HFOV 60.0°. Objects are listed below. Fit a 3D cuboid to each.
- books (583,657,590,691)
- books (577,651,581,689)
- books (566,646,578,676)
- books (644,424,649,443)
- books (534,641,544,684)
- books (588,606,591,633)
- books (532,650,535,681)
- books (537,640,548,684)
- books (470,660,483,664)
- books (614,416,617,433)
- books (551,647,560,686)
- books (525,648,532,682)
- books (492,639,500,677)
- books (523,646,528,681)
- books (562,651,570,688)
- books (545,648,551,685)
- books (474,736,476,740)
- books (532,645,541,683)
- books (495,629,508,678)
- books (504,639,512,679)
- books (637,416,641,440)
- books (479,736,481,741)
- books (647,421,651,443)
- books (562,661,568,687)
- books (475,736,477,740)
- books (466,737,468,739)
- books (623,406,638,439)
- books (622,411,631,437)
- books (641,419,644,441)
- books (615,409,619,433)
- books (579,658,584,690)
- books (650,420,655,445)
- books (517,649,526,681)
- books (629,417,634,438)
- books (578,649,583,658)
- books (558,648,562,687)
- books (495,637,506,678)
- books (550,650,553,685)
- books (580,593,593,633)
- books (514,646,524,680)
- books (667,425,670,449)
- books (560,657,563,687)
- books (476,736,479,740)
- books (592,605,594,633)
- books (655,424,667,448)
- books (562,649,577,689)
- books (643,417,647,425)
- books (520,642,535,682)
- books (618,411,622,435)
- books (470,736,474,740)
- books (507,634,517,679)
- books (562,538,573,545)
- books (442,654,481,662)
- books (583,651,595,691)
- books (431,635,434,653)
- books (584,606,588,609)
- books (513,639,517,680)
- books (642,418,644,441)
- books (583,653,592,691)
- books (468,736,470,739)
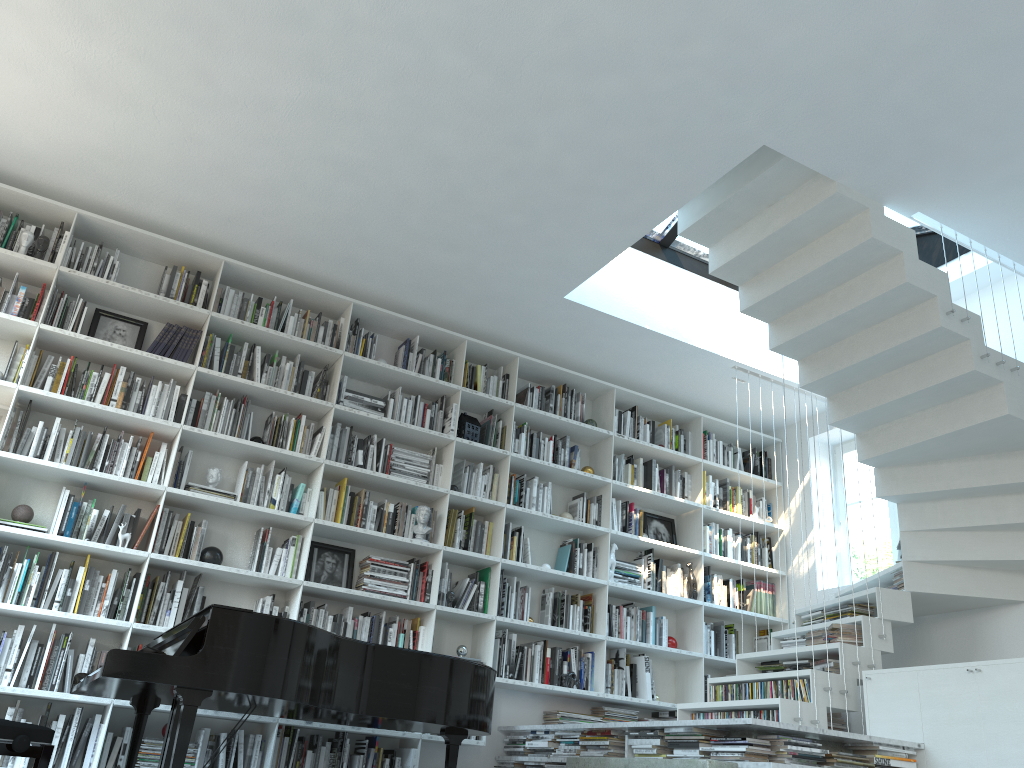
[{"bbox_3d":[0.460,1.962,5.963,0.025,0.227,0.176,17,-27,-25],"label":"books"},{"bbox_3d":[0.411,1.938,5.964,0.021,0.263,0.150,17,-27,-25],"label":"books"},{"bbox_3d":[0.398,1.920,5.962,0.013,0.292,0.135,17,-27,-25],"label":"books"},{"bbox_3d":[0.998,0.433,6.891,0.024,0.201,0.190,17,-27,-25],"label":"books"},{"bbox_3d":[0.153,1.851,5.849,0.012,0.283,0.160,17,-27,-25],"label":"books"},{"bbox_3d":[0.493,1.647,6.119,0.013,0.203,0.159,17,-27,-25],"label":"books"},{"bbox_3d":[0.097,1.862,5.808,0.012,0.220,0.153,17,-27,-25],"label":"books"},{"bbox_3d":[0.174,1.843,5.838,0.012,0.291,0.175,17,-27,-25],"label":"books"},{"bbox_3d":[-0.341,1.727,5.523,0.285,0.012,0.160,15,-26,-21],"label":"books"},{"bbox_3d":[0.734,0.358,6.754,0.022,0.181,0.190,17,-27,-25],"label":"books"},{"bbox_3d":[0.252,1.885,5.878,0.026,0.261,0.174,17,-27,-25],"label":"books"},{"bbox_3d":[0.071,1.850,5.794,0.024,0.227,0.160,17,-27,-25],"label":"books"},{"bbox_3d":[-0.130,1.774,5.699,0.012,0.253,0.161,17,-27,-25],"label":"books"},{"bbox_3d":[0.047,1.841,5.788,0.029,0.233,0.143,17,-27,-25],"label":"books"},{"bbox_3d":[0.329,1.918,5.917,0.012,0.248,0.165,17,-27,-25],"label":"books"},{"bbox_3d":[0.189,1.872,5.839,0.031,0.243,0.185,17,-27,-25],"label":"books"},{"bbox_3d":[-0.252,2.020,5.402,0.021,0.283,0.173,17,-27,-25],"label":"books"},{"bbox_3d":[0.123,1.848,5.809,0.025,0.251,0.182,17,-27,-25],"label":"books"},{"bbox_3d":[-0.088,1.749,5.711,0.010,0.315,0.187,17,-27,-25],"label":"books"},{"bbox_3d":[-0.064,1.784,5.712,0.023,0.255,0.178,17,-27,-25],"label":"books"},{"bbox_3d":[0.944,0.391,6.880,0.014,0.261,0.169,17,-27,-25],"label":"books"},{"bbox_3d":[-0.227,2.074,5.421,0.012,0.205,0.161,17,-27,-25],"label":"books"},{"bbox_3d":[1.030,0.430,6.940,0.012,0.253,0.161,17,-27,-25],"label":"books"},{"bbox_3d":[0.311,1.943,5.893,0.025,0.180,0.169,17,-27,-25],"label":"books"},{"bbox_3d":[-0.248,2.038,5.425,0.015,0.269,0.158,17,-27,-25],"label":"books"},{"bbox_3d":[-0.292,2.032,5.365,0.026,0.223,0.175,17,-27,-25],"label":"books"},{"bbox_3d":[0.911,0.346,6.873,0.014,0.330,0.181,17,-27,-25],"label":"books"},{"bbox_3d":[0.851,0.357,6.844,0.048,0.277,0.150,17,-27,-25],"label":"books"},{"bbox_3d":[0.958,0.407,6.883,0.022,0.235,0.172,17,-27,-25],"label":"books"},{"bbox_3d":[0.752,0.337,6.788,0.025,0.249,0.178,17,-27,-25],"label":"books"},{"bbox_3d":[0.430,1.959,5.952,0.013,0.219,0.169,17,-27,-25],"label":"books"},{"bbox_3d":[1.054,0.430,6.939,0.030,0.256,0.165,17,-27,-25],"label":"books"},{"bbox_3d":[0.033,1.840,5.768,0.011,0.216,0.176,17,-27,-25],"label":"books"},{"bbox_3d":[0.882,0.389,6.852,0.031,0.230,0.148,17,-27,-25],"label":"books"},{"bbox_3d":[0.431,1.942,5.991,0.012,0.281,0.144,17,-27,-25],"label":"books"},{"bbox_3d":[0.271,1.894,5.894,0.026,0.262,0.170,17,-27,-25],"label":"books"},{"bbox_3d":[-0.104,1.768,5.692,0.023,0.261,0.187,17,-27,-25],"label":"books"},{"bbox_3d":[0.223,1.893,5.877,0.021,0.241,0.131,17,-27,-25],"label":"books"},{"bbox_3d":[0.509,1.606,6.136,0.007,0.294,0.162,17,-27,-25],"label":"books"},{"bbox_3d":[0.001,1.823,5.754,0.066,0.230,0.162,17,-27,-25],"label":"books"},{"bbox_3d":[1.182,0.471,6.997,0.016,0.250,0.189,17,-27,-25],"label":"books"},{"bbox_3d":[0.289,1.925,5.895,0.022,0.210,0.136,17,-27,-25],"label":"books"},{"bbox_3d":[-0.230,2.054,5.411,0.013,0.232,0.149,17,-27,-25],"label":"books"},{"bbox_3d":[0.524,1.655,6.153,0.009,0.222,0.146,17,-27,-25],"label":"books"},{"bbox_3d":[1.158,0.458,6.977,0.019,0.255,0.169,17,-27,-25],"label":"books"},{"bbox_3d":[0.366,1.918,5.932,0.070,0.265,0.186,17,-27,-25],"label":"books"},{"bbox_3d":[1.003,0.412,6.935,0.012,0.277,0.153,17,-27,-25],"label":"books"},{"bbox_3d":[0.091,1.836,5.808,0.014,0.266,0.172,17,-27,-25],"label":"books"},{"bbox_3d":[0.776,0.347,6.793,0.026,0.240,0.185,17,-27,-25],"label":"books"},{"bbox_3d":[-0.266,2.046,5.375,0.011,0.211,0.179,17,-27,-25],"label":"books"},{"bbox_3d":[-0.039,1.774,5.730,0.030,0.293,0.189,17,-27,-25],"label":"books"},{"bbox_3d":[0.387,1.241,6.238,0.016,0.289,0.135,17,-27,-25],"label":"books"},{"bbox_3d":[-0.337,1.714,5.523,0.254,0.012,0.161,13,-26,-17],"label":"books"},{"bbox_3d":[0.503,1.958,5.998,0.025,0.271,0.171,17,-27,-25],"label":"books"},{"bbox_3d":[-0.538,1.672,5.505,0.030,0.209,0.137,17,-27,-25],"label":"books"},{"bbox_3d":[0.476,1.646,6.121,0.016,0.204,0.142,17,-27,-25],"label":"books"},{"bbox_3d":[-0.027,1.790,5.742,0.010,0.275,0.174,17,-27,-25],"label":"books"},{"bbox_3d":[0.974,0.408,6.903,0.021,0.253,0.152,17,-27,-25],"label":"books"},{"bbox_3d":[0.480,1.957,5.985,0.026,0.257,0.157,17,-27,-25],"label":"books"},{"bbox_3d":[-0.283,2.042,5.387,0.012,0.224,0.149,17,-27,-25],"label":"books"}]
